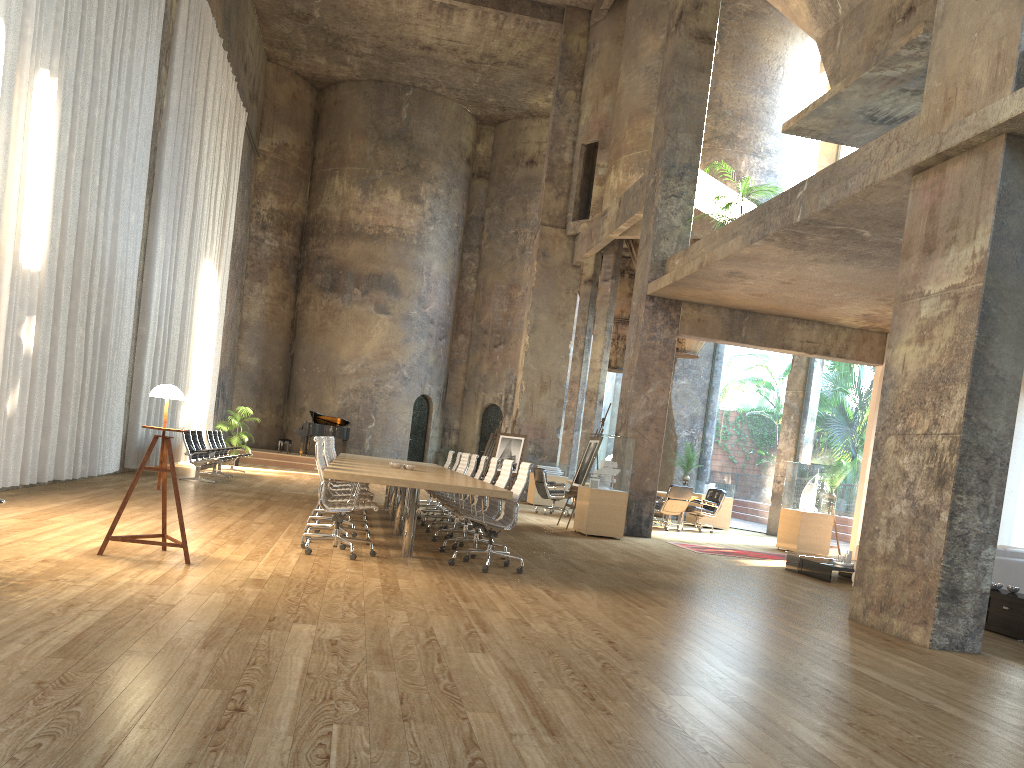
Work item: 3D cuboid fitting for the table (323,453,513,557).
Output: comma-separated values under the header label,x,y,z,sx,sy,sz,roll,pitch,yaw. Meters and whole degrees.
label,x,y,z,sx,sy,sz,roll,pitch,yaw
table,-1.483,1.422,11.193,1.605,0.760,7.689,7,-5,-9

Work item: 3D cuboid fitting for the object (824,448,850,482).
label,x,y,z,sx,sy,sz,roll,pitch,yaw
object,5.703,1.598,15.666,0.691,0.943,0.853,7,0,-19

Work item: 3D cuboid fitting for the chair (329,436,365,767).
label,x,y,z,sx,sy,sz,roll,pitch,yaw
chair,0.136,1.766,14.552,12.986,1.034,31.403,8,-5,-10

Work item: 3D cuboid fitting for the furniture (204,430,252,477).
label,x,y,z,sx,sy,sz,roll,pitch,yaw
furniture,-5.762,1.403,17.914,0.710,0.843,1.865,7,-3,-10

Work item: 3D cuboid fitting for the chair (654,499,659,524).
label,x,y,z,sx,sy,sz,roll,pitch,yaw
chair,2.704,2.443,18.322,0.731,0.896,0.818,7,0,-9

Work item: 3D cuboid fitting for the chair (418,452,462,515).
label,x,y,z,sx,sy,sz,roll,pitch,yaw
chair,-1.130,1.519,13.490,0.699,1.029,0.663,7,1,-1

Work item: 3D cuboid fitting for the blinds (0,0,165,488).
label,x,y,z,sx,sy,sz,roll,pitch,yaw
blinds,-4.960,-3.158,9.756,0.275,8.675,7.795,6,0,-9

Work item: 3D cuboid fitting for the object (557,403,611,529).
label,x,y,z,sx,sy,sz,roll,pitch,yaw
object,1.264,1.344,14.365,0.686,2.156,0.696,6,2,-11

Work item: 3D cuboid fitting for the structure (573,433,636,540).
label,x,y,z,sx,sy,sz,roll,pitch,yaw
structure,1.406,1.566,13.507,0.596,1.554,0.738,7,2,-10

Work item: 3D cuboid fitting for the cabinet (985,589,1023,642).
label,x,y,z,sx,sy,sz,roll,pitch,yaw
cabinet,4.482,2.117,8.344,0.397,0.370,1.557,7,-4,-10

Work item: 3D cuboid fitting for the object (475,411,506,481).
label,x,y,z,sx,sy,sz,roll,pitch,yaw
object,-0.496,1.675,21.109,0.681,2.156,0.701,8,2,16

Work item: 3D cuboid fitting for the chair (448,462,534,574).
label,x,y,z,sx,sy,sz,roll,pitch,yaw
chair,-0.189,1.203,8.150,0.700,1.029,0.663,7,1,-4

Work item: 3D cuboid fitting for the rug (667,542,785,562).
label,x,y,z,sx,sy,sz,roll,pitch,yaw
rug,3.743,2.620,13.481,2.469,0.009,1.342,8,-5,-10

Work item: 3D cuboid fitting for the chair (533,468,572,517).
label,x,y,z,sx,sy,sz,roll,pitch,yaw
chair,0.813,2.123,17.215,0.824,0.896,0.726,7,0,-14

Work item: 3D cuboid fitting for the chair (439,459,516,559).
label,x,y,z,sx,sy,sz,roll,pitch,yaw
chair,-0.350,1.258,9.082,0.700,1.029,0.662,7,1,-7

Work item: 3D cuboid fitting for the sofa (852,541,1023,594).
label,x,y,z,sx,sy,sz,roll,pitch,yaw
sofa,4.882,2.180,10.747,2.070,0.723,2.919,8,-4,-10

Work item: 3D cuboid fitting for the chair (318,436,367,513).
label,x,y,z,sx,sy,sz,roll,pitch,yaw
chair,-2.327,1.275,12.266,0.700,1.029,0.662,7,1,-4

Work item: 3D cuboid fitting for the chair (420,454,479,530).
label,x,y,z,sx,sy,sz,roll,pitch,yaw
chair,-0.818,1.415,11.732,0.700,1.029,0.662,7,1,-4

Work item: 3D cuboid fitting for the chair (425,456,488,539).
label,x,y,z,sx,sy,sz,roll,pitch,yaw
chair,-0.669,1.364,10.866,0.699,1.029,0.663,7,1,-1

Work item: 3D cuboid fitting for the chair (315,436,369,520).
label,x,y,z,sx,sy,sz,roll,pitch,yaw
chair,-2.169,1.223,11.384,0.699,1.029,0.663,7,1,-1

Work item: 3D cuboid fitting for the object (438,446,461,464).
label,x,y,z,sx,sy,sz,roll,pitch,yaw
object,-2.002,2.465,28.305,0.912,0.995,0.906,7,0,1

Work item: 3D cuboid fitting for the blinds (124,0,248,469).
label,x,y,z,sx,sy,sz,roll,pitch,yaw
blinds,-6.453,-2.654,18.250,0.275,8.675,7.795,6,0,-9

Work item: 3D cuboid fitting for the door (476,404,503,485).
label,x,y,z,sx,sy,sz,roll,pitch,yaw
door,-0.688,1.941,28.066,0.895,2.642,0.111,8,3,32

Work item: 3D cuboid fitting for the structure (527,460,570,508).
label,x,y,z,sx,sy,sz,roll,pitch,yaw
structure,0.826,2.303,20.186,0.745,1.018,0.731,7,0,-10

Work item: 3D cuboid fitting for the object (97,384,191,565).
label,x,y,z,sx,sy,sz,roll,pitch,yaw
object,-2.523,0.656,6.476,0.567,1.302,0.660,8,2,23

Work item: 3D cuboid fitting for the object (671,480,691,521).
label,x,y,z,sx,sy,sz,roll,pitch,yaw
object,4.078,2.745,20.480,0.567,0.976,0.661,7,1,26

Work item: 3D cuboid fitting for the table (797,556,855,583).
label,x,y,z,sx,sy,sz,roll,pitch,yaw
table,4.152,2.399,11.277,0.792,0.203,1.107,8,-4,-10

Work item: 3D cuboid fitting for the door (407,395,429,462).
label,x,y,z,sx,sy,sz,roll,pitch,yaw
door,-2.981,1.459,27.641,0.090,2.306,0.907,9,3,38

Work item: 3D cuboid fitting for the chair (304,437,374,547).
label,x,y,z,sx,sy,sz,roll,pitch,yaw
chair,-1.699,1.068,8.762,0.699,1.029,0.663,7,1,-1

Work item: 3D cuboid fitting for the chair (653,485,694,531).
label,x,y,z,sx,sy,sz,roll,pitch,yaw
chair,2.952,2.358,16.897,0.735,0.896,0.814,7,0,-36

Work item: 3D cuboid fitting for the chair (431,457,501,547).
label,x,y,z,sx,sy,sz,roll,pitch,yaw
chair,-0.511,1.312,9.984,0.700,1.029,0.662,7,1,-4

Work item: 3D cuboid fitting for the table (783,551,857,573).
label,x,y,z,sx,sy,sz,roll,pitch,yaw
table,4.091,2.399,11.638,0.862,0.247,0.369,8,-2,-10

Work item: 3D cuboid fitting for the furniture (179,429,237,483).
label,x,y,z,sx,sy,sz,roll,pitch,yaw
furniture,-5.349,1.264,15.568,0.710,0.843,1.865,7,-3,-10

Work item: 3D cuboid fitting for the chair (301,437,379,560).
label,x,y,z,sx,sy,sz,roll,pitch,yaw
chair,-1.521,1.022,7.918,0.700,1.029,0.662,7,1,-4

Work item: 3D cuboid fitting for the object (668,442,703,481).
label,x,y,z,sx,sy,sz,roll,pitch,yaw
object,4.026,1.782,20.478,0.860,0.944,0.685,7,0,-7

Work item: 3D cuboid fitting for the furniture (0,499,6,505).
label,x,y,z,sx,sy,sz,roll,pitch,yaw
furniture,-3.355,0.617,4.548,0.710,0.843,1.865,7,-3,-10

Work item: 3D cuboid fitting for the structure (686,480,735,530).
label,x,y,z,sx,sy,sz,roll,pitch,yaw
structure,4.393,2.683,19.512,0.737,1.018,0.739,7,0,-10

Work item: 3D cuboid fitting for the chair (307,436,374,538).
label,x,y,z,sx,sy,sz,roll,pitch,yaw
chair,-1.847,1.118,9.603,0.701,1.029,0.661,7,1,-10

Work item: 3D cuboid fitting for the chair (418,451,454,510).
label,x,y,z,sx,sy,sz,roll,pitch,yaw
chair,-1.314,1.565,14.332,0.700,1.029,0.662,7,1,-4

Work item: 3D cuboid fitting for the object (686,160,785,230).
label,x,y,z,sx,sy,sz,roll,pitch,yaw
object,3.469,-2.385,13.515,1.403,1.816,1.351,7,0,-4

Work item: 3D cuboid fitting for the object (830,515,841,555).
label,x,y,z,sx,sy,sz,roll,pitch,yaw
object,5.529,2.535,15.700,0.565,0.976,0.663,8,1,44

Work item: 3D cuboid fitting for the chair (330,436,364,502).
label,x,y,z,sx,sy,sz,roll,pitch,yaw
chair,-2.487,1.328,13.168,0.700,1.029,0.662,7,1,-7

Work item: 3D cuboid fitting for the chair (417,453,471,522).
label,x,y,z,sx,sy,sz,roll,pitch,yaw
chair,-0.974,1.470,12.650,0.701,1.029,0.661,7,1,-10

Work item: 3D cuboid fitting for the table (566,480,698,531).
label,x,y,z,sx,sy,sz,roll,pitch,yaw
table,2.323,2.424,17.488,2.416,0.703,1.100,8,-2,-10

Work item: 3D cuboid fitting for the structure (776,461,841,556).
label,x,y,z,sx,sy,sz,roll,pitch,yaw
structure,5.084,2.144,15.115,0.596,1.554,0.738,7,2,-10

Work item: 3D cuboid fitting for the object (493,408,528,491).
label,x,y,z,sx,sy,sz,roll,pitch,yaw
object,-0.066,1.579,19.272,0.697,2.156,0.685,8,3,22

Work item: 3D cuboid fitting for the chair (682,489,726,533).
label,x,y,z,sx,sy,sz,roll,pitch,yaw
chair,3.791,2.529,17.748,0.824,0.896,0.725,7,0,-16

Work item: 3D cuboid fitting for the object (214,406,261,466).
label,x,y,z,sx,sy,sz,roll,pitch,yaw
object,-6.685,1.258,21.299,1.097,1.462,1.121,7,0,-19

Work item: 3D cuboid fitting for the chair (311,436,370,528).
label,x,y,z,sx,sy,sz,roll,pitch,yaw
chair,-2.019,1.171,10.518,0.700,1.029,0.662,7,1,-4
